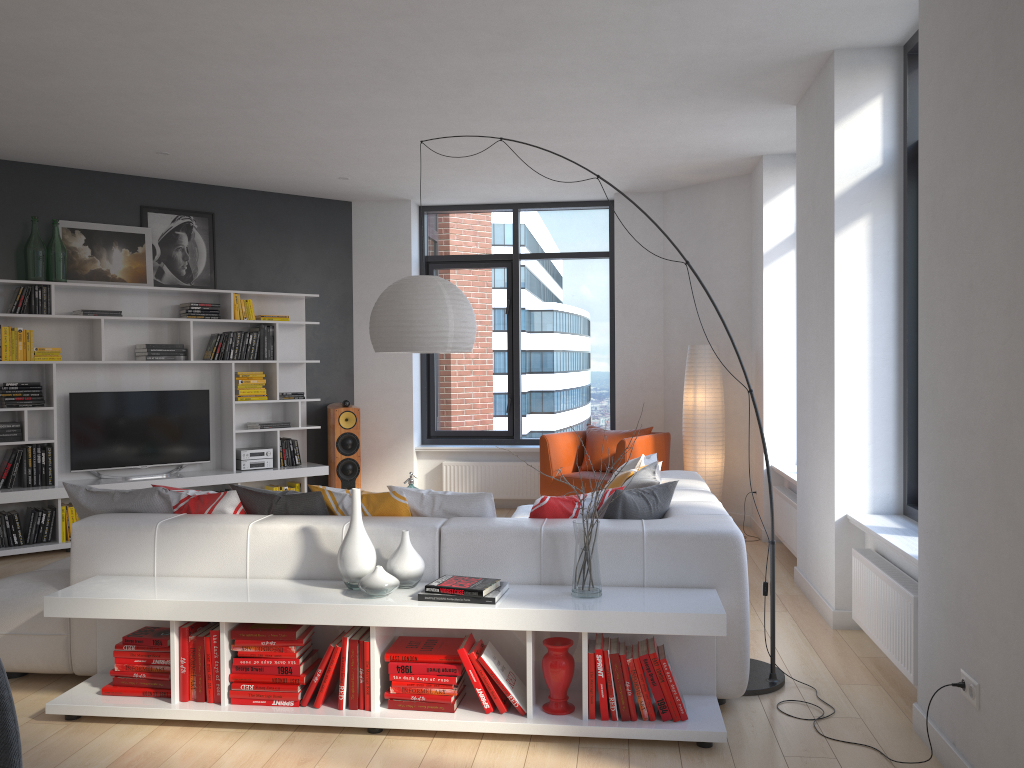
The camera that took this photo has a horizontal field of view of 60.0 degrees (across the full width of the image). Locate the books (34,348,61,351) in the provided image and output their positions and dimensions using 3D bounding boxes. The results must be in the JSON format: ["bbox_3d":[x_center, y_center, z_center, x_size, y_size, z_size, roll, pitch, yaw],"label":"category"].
[{"bbox_3d":[-3.598,-0.265,6.841,0.186,0.026,0.138,-1,1,-38],"label":"books"}]

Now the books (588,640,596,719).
[{"bbox_3d":[0.303,1.107,3.335,0.026,0.250,0.168,0,1,7],"label":"books"}]

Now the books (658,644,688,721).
[{"bbox_3d":[0.602,1.115,3.324,0.103,0.230,0.173,0,1,7],"label":"books"}]

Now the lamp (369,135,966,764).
[{"bbox_3d":[0.493,-0.029,4.139,3.199,2.647,0.710,1,2,43],"label":"lamp"}]

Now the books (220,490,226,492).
[{"bbox_3d":[-2.472,1.048,7.620,0.084,0.249,0.191,-1,1,-38],"label":"books"}]

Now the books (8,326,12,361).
[{"bbox_3d":[-3.800,-0.301,6.688,0.015,0.263,0.199,-1,1,-38],"label":"books"}]

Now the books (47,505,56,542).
[{"bbox_3d":[-3.544,1.067,6.793,0.066,0.260,0.197,-1,1,-38],"label":"books"}]

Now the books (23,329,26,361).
[{"bbox_3d":[-3.723,-0.293,6.745,0.023,0.239,0.169,-1,1,-38],"label":"books"}]

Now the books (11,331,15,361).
[{"bbox_3d":[-3.773,-0.284,6.683,0.024,0.229,0.156,-1,1,-38],"label":"books"}]

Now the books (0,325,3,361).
[{"bbox_3d":[-3.847,-0.305,6.642,0.025,0.270,0.213,-1,1,-38],"label":"books"}]

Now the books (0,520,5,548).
[{"bbox_3d":[-3.802,1.086,6.570,0.049,0.236,0.170,-1,1,-38],"label":"books"}]

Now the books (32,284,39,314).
[{"bbox_3d":[-3.653,-0.639,6.785,0.025,0.232,0.176,-1,1,-38],"label":"books"}]

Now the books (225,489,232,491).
[{"bbox_3d":[-2.446,1.043,7.641,0.066,0.260,0.197,-1,1,-38],"label":"books"}]

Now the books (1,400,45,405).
[{"bbox_3d":[-3.715,0.138,6.736,0.270,0.025,0.189,-1,1,-39],"label":"books"}]

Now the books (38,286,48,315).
[{"bbox_3d":[-3.608,-0.634,6.816,0.038,0.218,0.169,-1,1,-38],"label":"books"}]

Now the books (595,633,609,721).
[{"bbox_3d":[0.340,1.097,3.338,0.050,0.268,0.198,0,1,7],"label":"books"}]

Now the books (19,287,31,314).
[{"bbox_3d":[-3.706,-0.629,6.736,0.074,0.212,0.154,-1,1,-39],"label":"books"}]

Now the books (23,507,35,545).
[{"bbox_3d":[-3.659,1.070,6.707,0.066,0.260,0.197,-1,1,-38],"label":"books"}]

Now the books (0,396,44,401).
[{"bbox_3d":[-3.732,0.110,6.745,0.266,0.030,0.209,-1,1,-40],"label":"books"}]

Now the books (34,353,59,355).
[{"bbox_3d":[-3.583,-0.229,6.818,0.169,0.018,0.113,-1,1,-37],"label":"books"}]

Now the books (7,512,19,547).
[{"bbox_3d":[-3.736,1.081,6.617,0.066,0.242,0.177,-1,1,-38],"label":"books"}]

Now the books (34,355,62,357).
[{"bbox_3d":[-3.591,-0.216,6.837,0.196,0.011,0.148,-1,1,-38],"label":"books"}]

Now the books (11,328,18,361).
[{"bbox_3d":[-3.768,-0.298,6.710,0.019,0.251,0.180,-1,1,-38],"label":"books"}]

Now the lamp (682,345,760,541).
[{"bbox_3d":[1.679,0.450,7.263,0.502,1.550,0.804,-1,1,-33],"label":"lamp"}]

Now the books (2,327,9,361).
[{"bbox_3d":[-3.823,-0.299,6.667,0.044,0.255,0.198,-1,1,-38],"label":"books"}]

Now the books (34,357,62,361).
[{"bbox_3d":[-3.589,-0.193,6.834,0.190,0.033,0.147,-1,1,-38],"label":"books"}]

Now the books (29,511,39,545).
[{"bbox_3d":[-3.625,1.080,6.698,0.069,0.242,0.172,-1,1,-37],"label":"books"}]

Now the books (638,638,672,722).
[{"bbox_3d":[0.535,1.107,3.326,0.119,0.249,0.187,0,1,7],"label":"books"}]

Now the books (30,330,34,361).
[{"bbox_3d":[-3.683,-0.291,6.776,0.024,0.234,0.172,-1,1,-38],"label":"books"}]

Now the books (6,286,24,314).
[{"bbox_3d":[-3.758,-0.628,6.703,0.096,0.213,0.166,-1,1,-40],"label":"books"}]

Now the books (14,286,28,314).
[{"bbox_3d":[-3.737,-0.628,6.728,0.087,0.214,0.171,-1,1,-38],"label":"books"}]

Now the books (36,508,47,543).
[{"bbox_3d":[-3.592,1.076,6.739,0.071,0.243,0.179,-1,1,-39],"label":"books"}]

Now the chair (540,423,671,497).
[{"bbox_3d":[0.831,0.793,7.655,0.896,0.858,0.843,0,1,39],"label":"chair"}]

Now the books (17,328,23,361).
[{"bbox_3d":[-3.745,-0.298,6.725,0.035,0.250,0.185,-1,1,-38],"label":"books"}]

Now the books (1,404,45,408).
[{"bbox_3d":[-3.714,0.163,6.734,0.263,0.026,0.189,-1,1,-40],"label":"books"}]

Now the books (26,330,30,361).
[{"bbox_3d":[-3.702,-0.291,6.757,0.024,0.234,0.172,-1,1,-38],"label":"books"}]

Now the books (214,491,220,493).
[{"bbox_3d":[-2.524,1.047,7.582,0.075,0.254,0.192,-1,1,-39],"label":"books"}]

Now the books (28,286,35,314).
[{"bbox_3d":[-3.669,-0.633,6.766,0.021,0.221,0.156,-1,1,-38],"label":"books"}]

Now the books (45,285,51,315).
[{"bbox_3d":[-3.582,-0.641,6.827,0.019,0.230,0.174,-1,1,-38],"label":"books"}]

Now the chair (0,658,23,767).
[{"bbox_3d":[-1.131,0.912,1.387,0.655,0.891,0.619,0,1,13],"label":"chair"}]

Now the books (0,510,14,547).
[{"bbox_3d":[-3.764,1.076,6.604,0.066,0.255,0.193,-1,1,-39],"label":"books"}]

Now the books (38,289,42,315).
[{"bbox_3d":[-3.631,-0.625,6.797,0.021,0.200,0.147,-1,1,-38],"label":"books"}]

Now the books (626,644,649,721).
[{"bbox_3d":[0.470,1.116,3.324,0.081,0.230,0.165,0,1,7],"label":"books"}]

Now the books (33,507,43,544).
[{"bbox_3d":[-3.621,1.072,6.733,0.075,0.254,0.192,-1,1,-39],"label":"books"}]

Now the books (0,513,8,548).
[{"bbox_3d":[-3.780,1.082,6.578,0.050,0.242,0.169,-1,1,-39],"label":"books"}]

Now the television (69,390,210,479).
[{"bbox_3d":[-3.051,0.410,7.325,1.102,0.704,0.207,-1,1,-38],"label":"television"}]

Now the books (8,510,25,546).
[{"bbox_3d":[-3.711,1.077,6.641,0.083,0.249,0.191,-1,1,-38],"label":"books"}]

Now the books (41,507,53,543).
[{"bbox_3d":[-3.570,1.073,6.771,0.084,0.249,0.191,-1,1,-38],"label":"books"}]

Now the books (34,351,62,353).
[{"bbox_3d":[-3.588,-0.245,6.833,0.187,0.014,0.134,-1,1,-38],"label":"books"}]
